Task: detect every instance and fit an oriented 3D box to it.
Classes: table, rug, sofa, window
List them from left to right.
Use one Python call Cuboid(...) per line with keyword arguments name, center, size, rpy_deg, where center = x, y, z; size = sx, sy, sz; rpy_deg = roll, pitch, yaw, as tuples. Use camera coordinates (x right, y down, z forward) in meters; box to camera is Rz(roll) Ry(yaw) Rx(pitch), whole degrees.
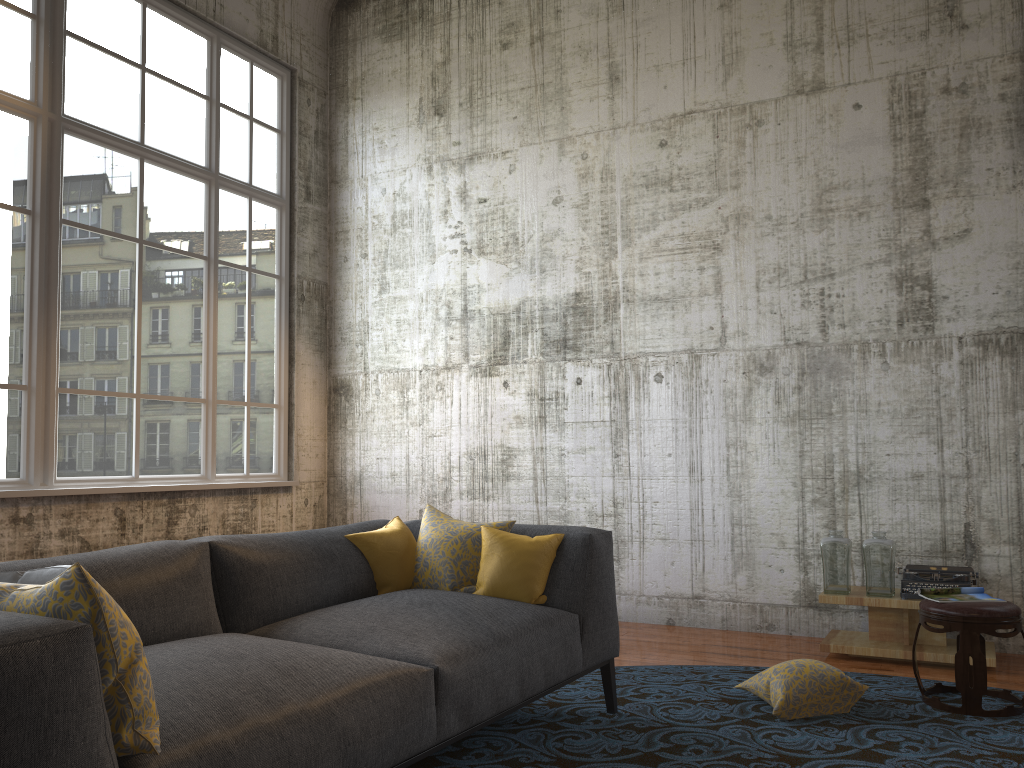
Cuboid(name="window", center=(-2.793, -1.043, 5.328), size=(0.050, 3.429, 4.290), rpy_deg=(-2, -4, 27))
Cuboid(name="sofa", center=(-0.794, 0.972, 3.012), size=(1.363, 0.859, 3.008), rpy_deg=(-3, -5, 29))
Cuboid(name="rug", center=(0.871, 1.334, 2.432), size=(4.846, 0.009, 4.856), rpy_deg=(1, -5, -16))
Cuboid(name="table", center=(2.235, 1.373, 5.020), size=(0.875, 0.358, 0.476), rpy_deg=(-3, -5, 27))

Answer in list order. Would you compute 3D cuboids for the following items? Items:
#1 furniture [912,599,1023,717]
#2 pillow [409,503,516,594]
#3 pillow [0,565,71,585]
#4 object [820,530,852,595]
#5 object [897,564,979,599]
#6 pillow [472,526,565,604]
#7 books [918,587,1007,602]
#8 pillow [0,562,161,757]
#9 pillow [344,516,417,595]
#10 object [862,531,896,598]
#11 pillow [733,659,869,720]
Cuboid(name="furniture", center=(2.101, 1.227, 4.060), size=(0.432, 0.476, 0.433), rpy_deg=(1, -4, -17))
Cuboid(name="pillow", center=(-0.272, 0.757, 3.890), size=(0.537, 0.445, 0.260), rpy_deg=(-3, -5, 35))
Cuboid(name="pillow", center=(-1.124, 0.599, 2.193), size=(0.364, 0.314, 0.171), rpy_deg=(-2, -4, 17))
Cuboid(name="object", center=(1.870, 1.026, 5.108), size=(0.163, 0.360, 0.163), rpy_deg=(-2, -4, 26))
Cuboid(name="object", center=(2.365, 1.109, 4.939), size=(0.424, 0.152, 0.382), rpy_deg=(-3, -5, 27))
Cuboid(name="pillow", center=(0.006, 0.758, 3.710), size=(0.434, 0.318, 0.169), rpy_deg=(0, -4, 2))
Cuboid(name="books", center=(2.083, 0.979, 4.113), size=(0.300, 0.043, 0.229), rpy_deg=(0, -5, 1))
Cuboid(name="pillow", center=(-0.987, 0.596, 1.983), size=(0.537, 0.445, 0.260), rpy_deg=(-3, -5, 35))
Cuboid(name="pillow", center=(-0.531, 0.777, 3.890), size=(0.229, 0.370, 0.405), rpy_deg=(-3, -5, 37))
Cuboid(name="object", center=(2.076, 1.015, 5.001), size=(0.163, 0.360, 0.163), rpy_deg=(-2, -4, 30))
Cuboid(name="pillow", center=(1.328, 1.374, 4.020), size=(0.503, 0.247, 0.482), rpy_deg=(0, -5, -6))
